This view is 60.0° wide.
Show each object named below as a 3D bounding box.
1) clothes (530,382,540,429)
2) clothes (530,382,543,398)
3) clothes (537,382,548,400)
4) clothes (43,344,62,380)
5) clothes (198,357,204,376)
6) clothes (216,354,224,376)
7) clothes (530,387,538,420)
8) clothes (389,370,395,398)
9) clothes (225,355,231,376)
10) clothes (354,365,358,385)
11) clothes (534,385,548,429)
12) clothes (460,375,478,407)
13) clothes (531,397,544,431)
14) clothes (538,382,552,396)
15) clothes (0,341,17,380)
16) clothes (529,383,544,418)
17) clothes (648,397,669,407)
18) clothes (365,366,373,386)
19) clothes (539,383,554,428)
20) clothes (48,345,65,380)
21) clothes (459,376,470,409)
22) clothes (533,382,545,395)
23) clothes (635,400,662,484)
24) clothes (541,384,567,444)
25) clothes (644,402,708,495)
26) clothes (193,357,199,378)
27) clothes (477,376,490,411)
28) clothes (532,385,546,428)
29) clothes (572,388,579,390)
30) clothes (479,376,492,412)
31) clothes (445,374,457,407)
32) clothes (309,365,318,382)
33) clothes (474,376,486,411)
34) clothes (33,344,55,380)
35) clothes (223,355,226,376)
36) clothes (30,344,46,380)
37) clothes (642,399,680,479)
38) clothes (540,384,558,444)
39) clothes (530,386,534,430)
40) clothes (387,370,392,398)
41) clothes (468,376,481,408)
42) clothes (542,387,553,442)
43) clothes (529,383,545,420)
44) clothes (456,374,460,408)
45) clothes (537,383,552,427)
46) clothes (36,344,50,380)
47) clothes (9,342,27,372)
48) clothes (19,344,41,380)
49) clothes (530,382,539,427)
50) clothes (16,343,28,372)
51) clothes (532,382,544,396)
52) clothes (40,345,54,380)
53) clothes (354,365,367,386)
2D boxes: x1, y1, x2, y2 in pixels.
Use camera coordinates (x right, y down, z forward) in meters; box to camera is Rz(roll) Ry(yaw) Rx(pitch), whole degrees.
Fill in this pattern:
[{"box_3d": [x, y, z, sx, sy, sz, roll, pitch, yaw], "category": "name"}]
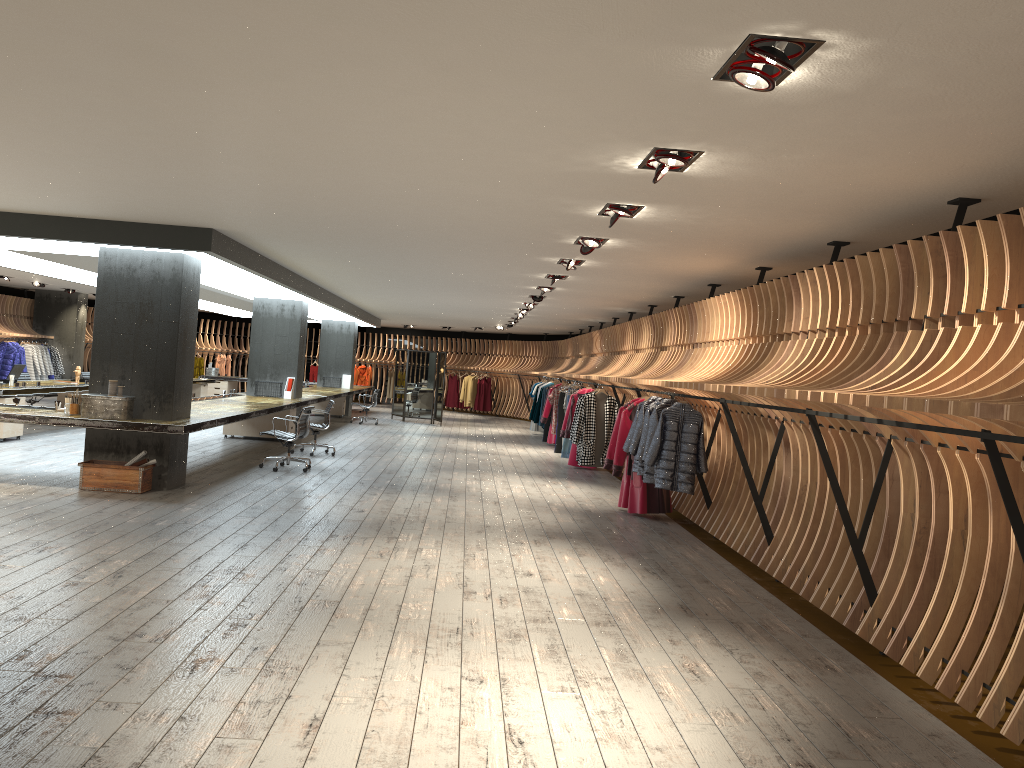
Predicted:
[{"box_3d": [0.812, 0.672, 23.733, 0.677, 1.434, 0.204, 4, 0, -13], "category": "clothes"}, {"box_3d": [0.815, 0.433, 23.007, 0.738, 0.971, 0.167, 4, 0, 6], "category": "clothes"}, {"box_3d": [0.963, 0.502, 21.628, 0.733, 1.106, 0.165, 4, 0, 2], "category": "clothes"}, {"box_3d": [-12.175, -0.438, 23.221, 0.807, 1.187, 0.192, 4, 0, -2], "category": "clothes"}, {"box_3d": [-10.346, -0.384, 29.034, 0.665, 1.045, 0.168, 4, 0, 28], "category": "clothes"}, {"box_3d": [-9.755, -0.412, 29.550, 0.447, 1.156, 0.125, 4, 0, 32], "category": "clothes"}, {"box_3d": [0.918, 0.512, 22.131, 0.913, 1.081, 0.238, 4, 0, -3], "category": "clothes"}, {"box_3d": [-4.090, 0.000, 30.653, 0.096, 0.988, 0.465, 4, 0, 14], "category": "clothes"}, {"box_3d": [-9.525, -0.397, 29.711, 0.125, 1.156, 0.447, 4, 0, -38], "category": "clothes"}, {"box_3d": [-5.444, -0.229, 30.897, 0.201, 0.881, 0.839, 4, 0, 2], "category": "clothes"}, {"box_3d": [0.985, 0.534, 20.748, 0.913, 1.081, 0.238, 4, 0, -3], "category": "clothes"}, {"box_3d": [-1.306, 0.239, 29.089, 0.777, 1.053, 0.151, 4, 0, -2], "category": "clothes"}, {"box_3d": [0.823, 0.677, 23.457, 0.677, 1.434, 0.204, 4, 0, -18], "category": "clothes"}, {"box_3d": [0.915, 0.501, 21.435, 0.733, 1.106, 0.165, 4, 0, -3], "category": "clothes"}, {"box_3d": [-12.338, -0.401, 21.351, 0.880, 1.260, 0.242, 4, 0, -6], "category": "clothes"}, {"box_3d": [0.905, 0.509, 22.253, 0.913, 1.081, 0.238, 4, 0, -3], "category": "clothes"}, {"box_3d": [1.544, 0.565, 9.079, 0.511, 0.854, 0.227, 4, 0, 18], "category": "clothes"}, {"box_3d": [-4.994, -0.195, 30.798, 0.200, 0.881, 0.840, 4, 0, -23], "category": "clothes"}, {"box_3d": [1.009, 0.513, 20.435, 0.715, 1.088, 0.257, 4, 0, 3], "category": "clothes"}, {"box_3d": [-12.193, -0.442, 23.409, 0.799, 1.185, 0.191, 4, 0, -2], "category": "clothes"}, {"box_3d": [-1.540, 0.260, 29.295, 0.443, 1.129, 0.127, 4, 0, -41], "category": "clothes"}, {"box_3d": [0.873, 0.429, 22.409, 0.734, 0.937, 0.164, 4, 0, 1], "category": "clothes"}, {"box_3d": [1.543, 0.592, 8.903, 0.585, 0.854, 0.211, 4, 0, 24], "category": "clothes"}, {"box_3d": [1.058, 0.648, 18.913, 0.840, 1.312, 0.321, 4, 0, 6], "category": "clothes"}, {"box_3d": [1.560, 0.601, 8.447, 0.683, 0.854, 0.181, 4, 0, 40], "category": "clothes"}, {"box_3d": [-10.471, -0.391, 28.901, 0.665, 1.045, 0.168, 4, 0, 28], "category": "clothes"}, {"box_3d": [-0.870, 0.318, 28.680, 0.444, 1.129, 0.127, 4, 0, -6], "category": "clothes"}, {"box_3d": [0.961, 0.527, 21.103, 0.913, 1.081, 0.238, 4, 0, 2], "category": "clothes"}, {"box_3d": [1.185, 0.718, 16.660, 0.277, 1.292, 0.316, 4, 0, -39], "category": "clothes"}, {"box_3d": [-0.817, 0.323, 28.603, 0.443, 1.129, 0.127, 4, 0, -31], "category": "clothes"}, {"box_3d": [-1.992, 0.221, 29.673, 0.444, 1.129, 0.127, 4, 0, -6], "category": "clothes"}, {"box_3d": [-6.888, 0.015, 30.784, 0.552, 1.338, 0.093, 4, 0, 42], "category": "clothes"}, {"box_3d": [-0.990, 0.308, 28.799, 0.443, 1.129, 0.127, 4, 0, -31], "category": "clothes"}, {"box_3d": [-12.313, -0.431, 23.056, 0.885, 1.239, 0.245, 4, 0, -6], "category": "clothes"}, {"box_3d": [-9.661, -0.406, 29.621, 0.125, 1.156, 0.447, 4, 0, -33], "category": "clothes"}, {"box_3d": [-12.149, -0.479, 22.417, 0.752, 1.062, 0.128, 4, 0, -4], "category": "clothes"}, {"box_3d": [1.566, 0.573, 8.778, 0.530, 0.856, 0.234, 4, 0, -4], "category": "clothes"}, {"box_3d": [1.045, 0.642, 19.203, 0.839, 1.312, 0.321, 4, 0, -4], "category": "clothes"}, {"box_3d": [0.818, 0.675, 23.593, 0.677, 1.434, 0.203, 4, 0, 12], "category": "clothes"}, {"box_3d": [-4.209, -0.009, 30.674, 0.096, 0.988, 0.465, 4, 0, 9], "category": "clothes"}, {"box_3d": [-1.143, 0.253, 28.941, 0.152, 1.053, 0.776, 4, 0, 38], "category": "clothes"}, {"box_3d": [0.987, 0.752, 19.959, 0.539, 1.353, 0.087, 4, 0, 2], "category": "clothes"}, {"box_3d": [0.915, 0.513, 22.043, 0.913, 1.081, 0.238, 4, 0, 2], "category": "clothes"}, {"box_3d": [-1.803, 0.237, 29.513, 0.126, 1.129, 0.444, 4, 0, -11], "category": "clothes"}, {"box_3d": [0.987, 0.505, 20.873, 0.714, 1.088, 0.257, 4, 0, -7], "category": "clothes"}, {"box_3d": [-12.161, -0.484, 22.679, 0.752, 1.062, 0.128, 4, 0, -4], "category": "clothes"}, {"box_3d": [-12.187, -0.400, 21.499, 0.883, 1.246, 0.249, 4, 0, -6], "category": "clothes"}, {"box_3d": [-12.137, -0.475, 22.181, 0.752, 1.062, 0.128, 4, 0, -4], "category": "clothes"}, {"box_3d": [0.804, 0.670, 23.873, 0.677, 1.434, 0.203, 4, 0, 12], "category": "clothes"}, {"box_3d": [-12.275, -0.407, 21.674, 0.885, 1.239, 0.245, 4, 0, -6], "category": "clothes"}, {"box_3d": [0.879, 0.425, 22.866, 0.743, 0.931, 0.158, 4, 0, 1], "category": "clothes"}, {"box_3d": [-12.170, -0.487, 22.857, 0.752, 1.062, 0.128, 4, 0, -4], "category": "clothes"}, {"box_3d": [-5.237, -0.213, 30.838, 0.201, 0.881, 0.839, 4, 0, 27], "category": "clothes"}]
